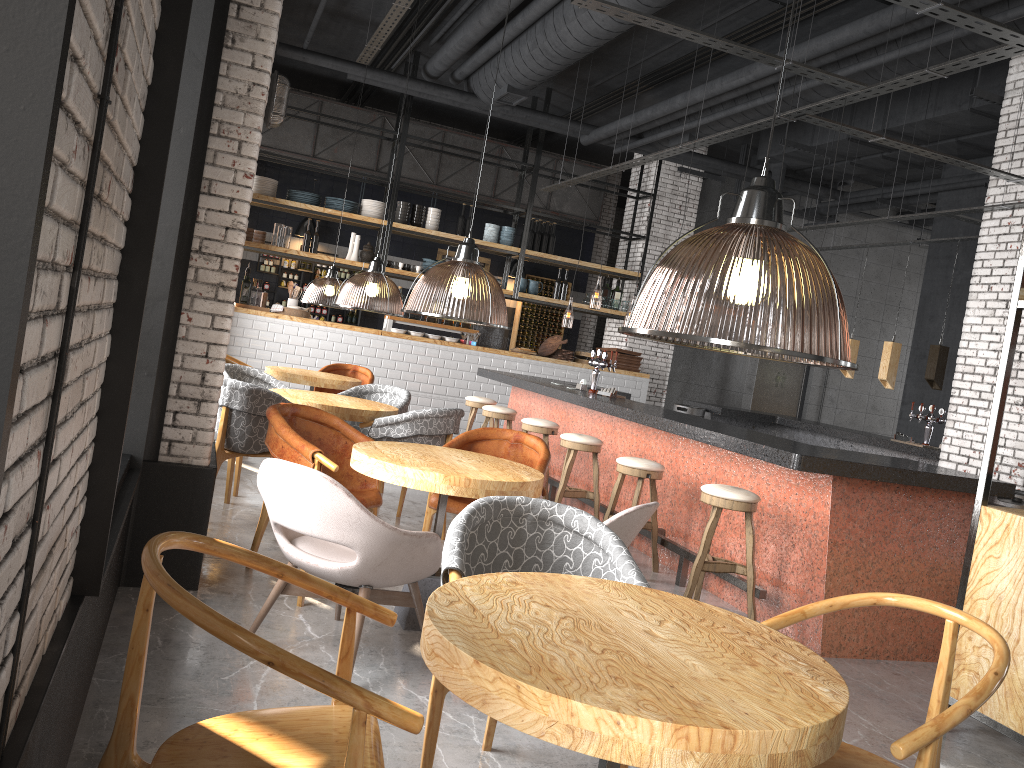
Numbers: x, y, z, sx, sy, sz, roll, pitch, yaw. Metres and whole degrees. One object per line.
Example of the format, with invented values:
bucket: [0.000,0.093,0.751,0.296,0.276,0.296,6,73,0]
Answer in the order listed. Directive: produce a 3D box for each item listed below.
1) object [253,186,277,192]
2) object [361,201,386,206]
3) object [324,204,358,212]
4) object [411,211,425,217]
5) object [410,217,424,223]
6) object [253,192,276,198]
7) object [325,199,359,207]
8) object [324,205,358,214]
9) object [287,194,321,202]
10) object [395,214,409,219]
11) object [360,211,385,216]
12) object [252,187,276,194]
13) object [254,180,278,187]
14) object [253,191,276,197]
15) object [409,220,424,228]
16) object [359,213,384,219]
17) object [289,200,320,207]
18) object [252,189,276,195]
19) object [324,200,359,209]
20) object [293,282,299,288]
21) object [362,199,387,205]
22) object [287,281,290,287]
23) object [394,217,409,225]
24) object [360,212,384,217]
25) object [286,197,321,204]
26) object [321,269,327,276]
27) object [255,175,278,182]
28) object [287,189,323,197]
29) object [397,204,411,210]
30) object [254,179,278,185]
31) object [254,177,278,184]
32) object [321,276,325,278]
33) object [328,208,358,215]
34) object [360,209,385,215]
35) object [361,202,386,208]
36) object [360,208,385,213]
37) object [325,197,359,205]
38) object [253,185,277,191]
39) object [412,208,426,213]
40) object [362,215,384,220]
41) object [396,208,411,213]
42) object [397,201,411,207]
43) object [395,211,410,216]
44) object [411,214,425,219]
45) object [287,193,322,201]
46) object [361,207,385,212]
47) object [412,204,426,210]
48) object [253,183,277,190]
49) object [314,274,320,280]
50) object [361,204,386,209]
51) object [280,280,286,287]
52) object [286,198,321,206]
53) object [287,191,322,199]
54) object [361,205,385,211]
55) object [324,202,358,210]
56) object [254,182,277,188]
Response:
object: [-3.201,-2.493,11.411,0.335,0.042,0.334,11,3,30]
object: [-1.853,-2.404,11.889,0.334,0.039,0.335,7,4,-45]
object: [-2.269,-2.319,11.750,0.455,0.042,0.453,11,3,31]
object: [-1.285,-2.294,12.099,0.196,0.102,0.197,9,2,-9]
object: [-1.301,-2.207,12.104,0.196,0.101,0.196,9,2,0]
object: [-3.214,-2.416,11.413,0.335,0.033,0.334,10,3,18]
object: [-2.256,-2.389,11.748,0.453,0.050,0.454,7,3,-44]
object: [-2.272,-2.296,11.752,0.453,0.045,0.455,7,4,-45]
object: [-2.719,-2.410,11.587,0.453,0.038,0.455,7,3,-43]
object: [-1.499,-2.237,12.032,0.197,0.104,0.196,11,3,34]
object: [-1.874,-2.274,11.892,0.335,0.040,0.334,11,3,34]
object: [-3.205,-2.474,11.413,0.335,0.044,0.334,11,3,37]
object: [-3.189,-2.565,11.410,0.334,0.035,0.335,7,3,-44]
object: [-3.211,-2.436,11.413,0.335,0.042,0.334,10,3,19]
object: [-1.309,-2.164,12.107,0.196,0.104,0.196,10,2,17]
object: [-1.881,-2.236,11.894,0.334,0.045,0.335,7,3,-39]
object: [-2.731,-2.340,11.588,0.454,0.033,0.454,9,3,-12]
object: [-3.208,-2.454,11.412,0.334,0.039,0.335,8,3,-32]
object: [-2.261,-2.365,11.750,0.454,0.037,0.454,11,3,25]
object: [-3.546,-1.617,14.534,0.092,0.108,0.105,9,2,-8]
object: [-1.849,-2.423,11.889,0.335,0.039,0.334,12,3,44]
object: [-3.631,-1.630,14.503,0.107,0.108,0.088,11,2,31]
object: [-1.506,-2.193,12.034,0.196,0.102,0.197,9,2,-8]
object: [-1.877,-2.254,11.892,0.335,0.037,0.334,11,3,37]
object: [-2.724,-2.387,11.586,0.453,0.044,0.455,8,3,-24]
object: [-3.099,-1.845,14.671,0.107,0.108,0.088,11,2,31]
object: [-3.179,-2.623,11.409,0.334,0.039,0.335,8,3,-29]
object: [-2.707,-2.481,11.583,0.454,0.050,0.454,9,3,-7]
object: [-1.470,-2.367,12.028,0.196,0.107,0.196,10,2,9]
object: [-3.186,-2.585,11.409,0.334,0.040,0.335,8,3,-30]
object: [-3.183,-2.604,11.410,0.334,0.042,0.335,8,3,-23]
object: [-3.119,-1.747,14.672,0.092,0.112,0.100,8,2,-34]
object: [-2.276,-2.272,11.752,0.454,0.033,0.454,9,3,-12]
object: [-1.871,-2.293,11.892,0.335,0.039,0.334,11,3,37]
object: [-1.856,-2.385,11.890,0.335,0.044,0.334,12,3,41]
object: [-1.868,-2.312,11.891,0.335,0.040,0.334,11,3,25]
object: [-2.252,-2.411,11.749,0.454,0.039,0.454,9,3,0]
object: [-3.198,-2.512,11.411,0.335,0.038,0.335,10,3,5]
object: [-1.278,-2.338,12.098,0.196,0.102,0.197,8,3,-26]
object: [-1.884,-2.215,11.894,0.335,0.033,0.334,10,3,18]
object: [-1.482,-2.323,12.030,0.197,0.100,0.196,11,3,36]
object: [-1.471,-2.412,12.028,0.196,0.105,0.196,10,2,2]
object: [-1.491,-2.280,12.031,0.196,0.102,0.196,10,2,9]
object: [-1.290,-2.250,12.099,0.197,0.107,0.196,11,3,42]
object: [-2.715,-2.434,11.585,0.454,0.043,0.454,9,3,-14]
object: [-1.866,-2.327,11.891,0.334,0.039,0.335,9,3,-12]
object: [-1.272,-2.382,12.101,0.196,0.103,0.197,7,3,-44]
object: [-3.196,-2.528,11.411,0.335,0.043,0.334,10,3,19]
object: [-3.211,-1.759,14.639,0.107,0.108,0.088,11,2,31]
object: [-1.859,-2.366,11.891,0.335,0.041,0.334,12,3,40]
object: [-3.729,-1.647,14.467,0.092,0.112,0.100,8,2,-34]
object: [-2.727,-2.364,11.587,0.453,0.043,0.455,9,3,-17]
object: [-2.712,-2.457,11.585,0.453,0.047,0.455,8,3,-23]
object: [-1.863,-2.347,11.890,0.334,0.043,0.335,8,3,-36]
object: [-2.264,-2.342,11.750,0.453,0.038,0.455,9,3,-19]
object: [-3.191,-2.546,11.410,0.334,0.038,0.335,9,2,1]
